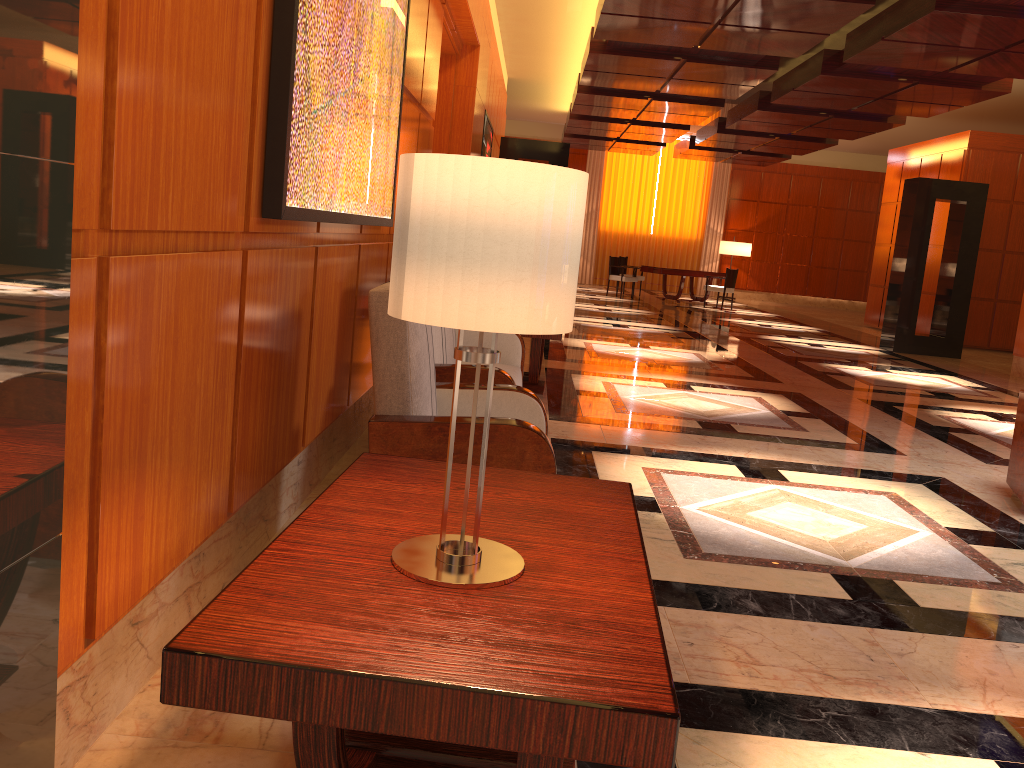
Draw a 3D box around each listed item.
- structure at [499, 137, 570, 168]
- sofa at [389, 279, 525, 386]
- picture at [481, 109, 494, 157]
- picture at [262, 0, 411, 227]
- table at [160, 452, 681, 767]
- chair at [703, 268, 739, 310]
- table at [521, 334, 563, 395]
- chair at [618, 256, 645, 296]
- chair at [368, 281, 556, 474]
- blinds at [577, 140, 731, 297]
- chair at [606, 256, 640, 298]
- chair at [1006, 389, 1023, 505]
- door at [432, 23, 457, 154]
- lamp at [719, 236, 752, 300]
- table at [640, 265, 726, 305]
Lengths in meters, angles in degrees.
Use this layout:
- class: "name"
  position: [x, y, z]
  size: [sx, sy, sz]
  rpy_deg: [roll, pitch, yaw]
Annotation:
- class: "structure"
  position: [0.218, -2.263, 12.926]
  size: [0.985, 2.485, 0.503]
  rpy_deg: [6, 7, 1]
- class: "sofa"
  position: [-0.238, -0.111, 4.581]
  size: [0.612, 0.927, 1.809]
  rpy_deg: [6, 9, 1]
- class: "picture"
  position: [-0.382, -2.713, 11.599]
  size: [0.056, 1.444, 2.008]
  rpy_deg: [6, 9, 0]
- class: "picture"
  position: [-0.586, -1.346, 3.405]
  size: [0.056, 1.444, 2.007]
  rpy_deg: [6, 9, 0]
- class: "table"
  position: [-0.112, 0.577, 1.826]
  size: [0.725, 0.531, 1.174]
  rpy_deg: [6, 9, 3]
- class: "chair"
  position: [4.463, -2.038, 18.859]
  size: [0.579, 0.889, 0.585]
  rpy_deg: [13, 11, 43]
- class: "table"
  position: [0.011, -0.252, 6.795]
  size: [0.725, 0.531, 1.174]
  rpy_deg: [6, 9, 3]
- class: "chair"
  position: [2.748, -2.525, 20.740]
  size: [0.578, 0.889, 0.586]
  rpy_deg: [10, 9, 28]
- class: "chair"
  position: [-0.164, 0.155, 2.975]
  size: [0.628, 0.956, 0.742]
  rpy_deg: [6, 8, -1]
- class: "blinds"
  position: [3.804, -4.572, 23.920]
  size: [3.853, 4.044, 0.149]
  rpy_deg: [6, 7, 1]
- class: "chair"
  position: [2.398, -2.356, 19.537]
  size: [0.578, 0.889, 0.585]
  rpy_deg: [12, 10, 38]
- class: "chair"
  position: [3.086, 0.198, 4.600]
  size: [0.739, 0.956, 0.631]
  rpy_deg: [9, 9, 19]
- class: "door"
  position: [-0.797, -1.457, 7.122]
  size: [0.340, 2.637, 1.508]
  rpy_deg: [6, 8, 0]
- class: "lamp"
  position: [5.838, -3.065, 23.421]
  size: [0.814, 1.652, 0.811]
  rpy_deg: [12, 10, 40]
- class: "table"
  position: [3.880, -2.174, 19.690]
  size: [2.106, 0.737, 0.788]
  rpy_deg: [1, 10, -28]
